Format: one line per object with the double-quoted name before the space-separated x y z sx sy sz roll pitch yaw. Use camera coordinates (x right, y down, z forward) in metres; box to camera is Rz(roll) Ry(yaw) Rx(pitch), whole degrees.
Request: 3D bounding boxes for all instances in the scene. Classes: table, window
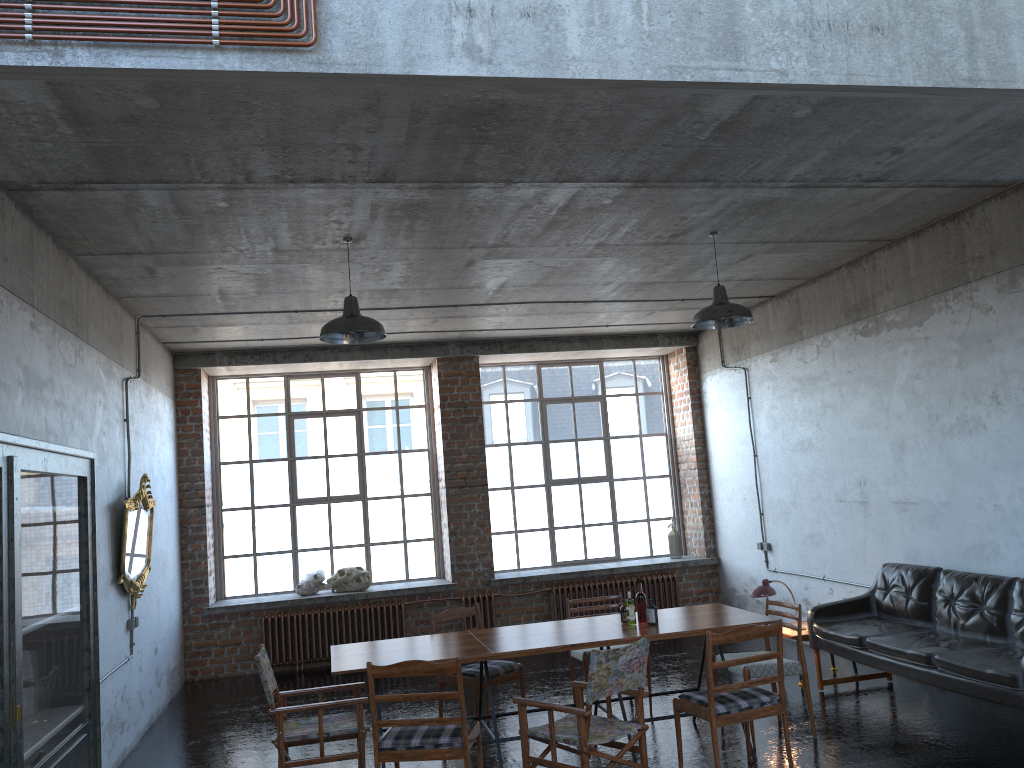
"table" 2.837 2.499 8.275 0.811 0.458 0.649 -3 -7 -12
"window" 3.464 2.620 13.106 19.864 12.900 0.747 -3 -7 -12
"table" 0.309 2.258 6.371 3.112 0.917 1.067 -3 -7 -12

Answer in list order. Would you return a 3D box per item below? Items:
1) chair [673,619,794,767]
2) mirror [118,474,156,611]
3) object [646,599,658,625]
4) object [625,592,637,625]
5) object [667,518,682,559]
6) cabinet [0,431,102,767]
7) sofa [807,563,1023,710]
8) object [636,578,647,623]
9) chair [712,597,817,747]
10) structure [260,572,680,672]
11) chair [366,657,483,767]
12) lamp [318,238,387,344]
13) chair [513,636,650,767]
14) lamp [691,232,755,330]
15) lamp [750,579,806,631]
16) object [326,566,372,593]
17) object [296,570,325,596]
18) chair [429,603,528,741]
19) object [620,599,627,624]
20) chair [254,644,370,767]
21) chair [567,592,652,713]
"chair" 1.413 2.058 5.746 0.573 1.028 0.509 -2 -7 -23
"mirror" -3.290 1.389 7.849 0.172 1.182 1.339 -3 -7 -12
"object" 1.020 1.661 6.468 0.051 0.180 0.097 1 -9 -40
"object" 0.872 1.649 6.529 0.070 0.235 0.041 -3 -7 -13
"object" 2.232 2.122 12.197 0.172 0.551 0.172 -9 -8 31
"cabinet" -2.040 1.338 3.111 0.572 2.297 2.386 -3 -7 -12
"sofa" 3.291 1.967 6.663 0.929 1.045 2.610 -3 -7 -12
"object" 0.960 1.607 6.594 0.075 0.324 0.075 -6 -7 13
"chair" 1.889 2.149 6.689 0.577 0.971 0.589 -3 -7 -12
"structure" -0.389 2.955 11.053 5.349 0.713 0.232 -3 -7 -12
"chair" -0.516 2.171 5.446 0.573 1.028 0.509 -5 -7 7
"lamp" -1.207 -0.780 6.596 0.502 0.891 0.502 -3 -7 -8
"chair" 0.459 2.078 5.406 0.574 1.031 0.713 2 -9 -42
"lamp" 1.670 -0.928 7.219 0.502 0.891 0.502 -3 -7 -8
"lamp" 2.453 2.050 8.238 0.496 0.492 0.220 -2 -7 -20
"object" -2.070 2.454 11.144 0.418 0.305 0.625 1 -9 -38
"object" -2.520 2.496 11.109 0.281 0.281 0.575 -6 -7 14
"chair" -0.274 2.370 7.295 0.509 1.028 0.573 -10 -9 42
"object" 0.847 1.699 6.635 0.077 0.173 0.077 -1 -7 -26
"chair" -1.331 2.283 5.985 0.713 1.031 0.574 -3 -7 -12
"chair" 0.822 2.349 7.694 0.589 0.971 0.577 -3 -7 -12
